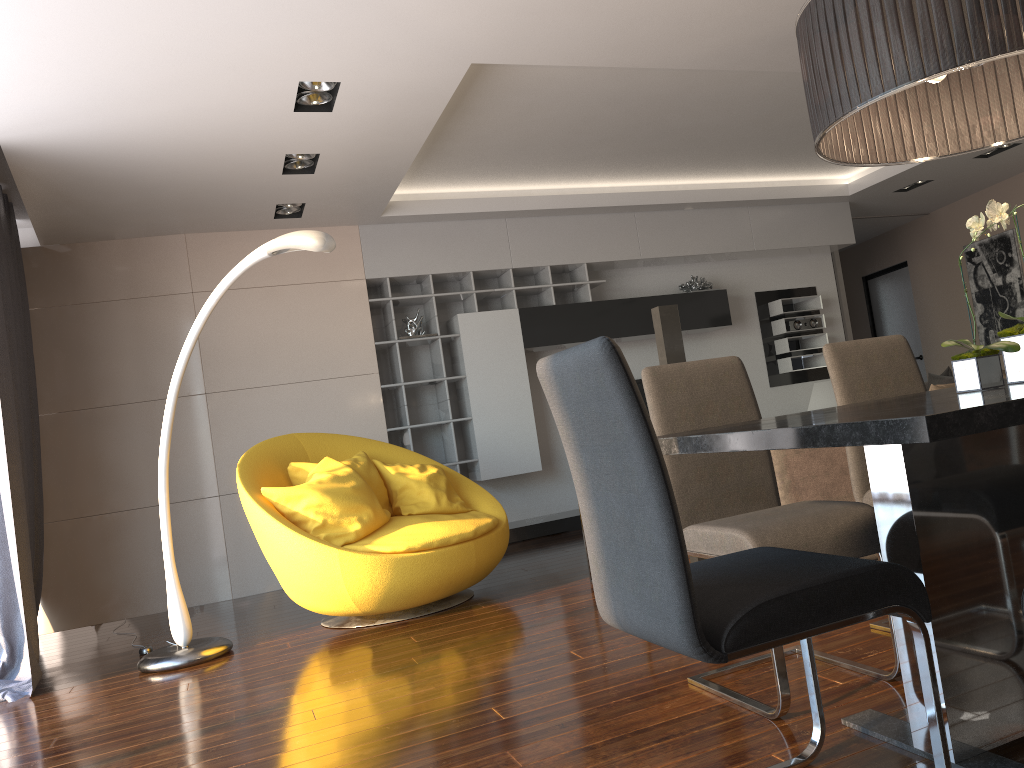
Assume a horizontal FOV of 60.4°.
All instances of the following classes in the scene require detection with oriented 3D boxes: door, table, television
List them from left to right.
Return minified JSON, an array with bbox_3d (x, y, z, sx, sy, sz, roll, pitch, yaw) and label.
[{"bbox_3d":[0.662,0.688,4.348,0.468,0.563,0.578,-7,-3,-20],"label":"table"},{"bbox_3d":[1.328,0.291,7.662,1.145,0.714,0.138,-7,-3,-23],"label":"television"},{"bbox_3d":[4.697,-0.363,10.571,0.157,2.092,0.979,-8,-3,-8],"label":"door"},{"bbox_3d":[1.265,0.373,2.067,1.666,0.760,1.000,-7,-3,-22],"label":"table"}]

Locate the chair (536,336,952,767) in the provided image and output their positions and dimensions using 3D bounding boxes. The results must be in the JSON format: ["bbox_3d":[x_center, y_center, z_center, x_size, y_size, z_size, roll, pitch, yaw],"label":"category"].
[{"bbox_3d":[0.434,0.377,1.718,0.594,0.964,0.411,-7,-3,-22],"label":"chair"}]

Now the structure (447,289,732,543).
[{"bbox_3d":[1.041,0.175,7.375,3.000,1.766,0.461,-7,-3,-23],"label":"structure"}]

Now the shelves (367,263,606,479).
[{"bbox_3d":[-0.098,-0.080,6.984,1.999,1.600,0.364,-7,-3,-23],"label":"shelves"}]

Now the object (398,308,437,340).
[{"bbox_3d":[-0.754,-0.446,6.692,0.296,0.227,0.274,-7,-3,-21],"label":"object"}]

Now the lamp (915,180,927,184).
[{"bbox_3d":[3.706,-1.870,8.001,0.185,0.077,0.169,-7,-3,-26],"label":"lamp"}]

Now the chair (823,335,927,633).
[{"bbox_3d":[1.390,0.292,2.832,0.444,0.964,0.550,-7,-3,-20],"label":"chair"}]

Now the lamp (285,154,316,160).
[{"bbox_3d":[-1.177,-1.295,4.894,0.178,0.077,0.176,-9,-3,-2],"label":"lamp"}]

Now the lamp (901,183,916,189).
[{"bbox_3d":[3.652,-1.853,8.165,0.182,0.077,0.172,-8,-3,-15],"label":"lamp"}]

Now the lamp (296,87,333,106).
[{"bbox_3d":[-0.944,-1.369,4.178,0.180,0.077,0.173,-8,-3,-9],"label":"lamp"}]

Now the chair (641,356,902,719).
[{"bbox_3d":[0.724,0.378,2.547,0.444,0.964,0.550,-7,-3,-20],"label":"chair"}]

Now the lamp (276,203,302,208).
[{"bbox_3d":[-1.463,-1.203,5.775,0.178,0.077,0.176,-9,-3,-2],"label":"lamp"}]

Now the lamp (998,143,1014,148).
[{"bbox_3d":[3.991,-1.961,7.124,0.185,0.077,0.169,-7,-3,-26],"label":"lamp"}]

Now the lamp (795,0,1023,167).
[{"bbox_3d":[1.050,-1.192,2.133,0.800,1.102,0.808,-9,-3,3],"label":"lamp"}]

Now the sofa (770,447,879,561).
[{"bbox_3d":[2.148,0.444,5.383,2.544,0.703,2.673,-8,-3,-11],"label":"sofa"}]

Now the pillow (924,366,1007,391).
[{"bbox_3d":[2.637,0.097,5.071,1.006,0.431,2.204,-11,-4,32],"label":"pillow"}]

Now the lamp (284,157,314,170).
[{"bbox_3d":[-1.230,-1.277,5.058,0.180,0.077,0.173,-8,-3,-9],"label":"lamp"}]

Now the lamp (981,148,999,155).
[{"bbox_3d":[3.937,-1.944,7.289,0.182,0.077,0.172,-8,-3,-15],"label":"lamp"}]

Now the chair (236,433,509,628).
[{"bbox_3d":[-0.689,0.689,4.693,1.078,1.005,1.597,-11,-4,36],"label":"chair"}]

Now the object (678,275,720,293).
[{"bbox_3d":[1.630,-0.875,7.797,0.335,0.177,0.311,-7,-3,-21],"label":"object"}]

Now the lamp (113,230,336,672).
[{"bbox_3d":[-2.099,0.519,4.821,0.614,1.778,4.009,-6,-4,-41],"label":"lamp"}]

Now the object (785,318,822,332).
[{"bbox_3d":[2.728,-0.554,8.235,0.375,0.094,0.069,-7,-3,-23],"label":"object"}]

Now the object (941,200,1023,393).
[{"bbox_3d":[1.283,-0.269,2.074,0.600,0.501,0.297,-7,-3,-26],"label":"object"}]

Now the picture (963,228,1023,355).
[{"bbox_3d":[4.820,-0.879,8.722,0.029,1.165,0.736,-8,-3,-9],"label":"picture"}]

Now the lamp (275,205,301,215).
[{"bbox_3d":[-1.516,-1.186,5.940,0.180,0.077,0.173,-8,-3,-9],"label":"lamp"}]

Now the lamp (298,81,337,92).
[{"bbox_3d":[-0.891,-1.386,4.013,0.185,0.077,0.169,-7,-3,-26],"label":"lamp"}]

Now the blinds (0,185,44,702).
[{"bbox_3d":[-1.849,-0.206,2.387,0.783,2.893,7.150,-7,-3,-26],"label":"blinds"}]

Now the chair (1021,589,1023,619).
[{"bbox_3d":[1.127,0.249,1.306,0.444,0.964,0.550,-7,-3,-20],"label":"chair"}]
